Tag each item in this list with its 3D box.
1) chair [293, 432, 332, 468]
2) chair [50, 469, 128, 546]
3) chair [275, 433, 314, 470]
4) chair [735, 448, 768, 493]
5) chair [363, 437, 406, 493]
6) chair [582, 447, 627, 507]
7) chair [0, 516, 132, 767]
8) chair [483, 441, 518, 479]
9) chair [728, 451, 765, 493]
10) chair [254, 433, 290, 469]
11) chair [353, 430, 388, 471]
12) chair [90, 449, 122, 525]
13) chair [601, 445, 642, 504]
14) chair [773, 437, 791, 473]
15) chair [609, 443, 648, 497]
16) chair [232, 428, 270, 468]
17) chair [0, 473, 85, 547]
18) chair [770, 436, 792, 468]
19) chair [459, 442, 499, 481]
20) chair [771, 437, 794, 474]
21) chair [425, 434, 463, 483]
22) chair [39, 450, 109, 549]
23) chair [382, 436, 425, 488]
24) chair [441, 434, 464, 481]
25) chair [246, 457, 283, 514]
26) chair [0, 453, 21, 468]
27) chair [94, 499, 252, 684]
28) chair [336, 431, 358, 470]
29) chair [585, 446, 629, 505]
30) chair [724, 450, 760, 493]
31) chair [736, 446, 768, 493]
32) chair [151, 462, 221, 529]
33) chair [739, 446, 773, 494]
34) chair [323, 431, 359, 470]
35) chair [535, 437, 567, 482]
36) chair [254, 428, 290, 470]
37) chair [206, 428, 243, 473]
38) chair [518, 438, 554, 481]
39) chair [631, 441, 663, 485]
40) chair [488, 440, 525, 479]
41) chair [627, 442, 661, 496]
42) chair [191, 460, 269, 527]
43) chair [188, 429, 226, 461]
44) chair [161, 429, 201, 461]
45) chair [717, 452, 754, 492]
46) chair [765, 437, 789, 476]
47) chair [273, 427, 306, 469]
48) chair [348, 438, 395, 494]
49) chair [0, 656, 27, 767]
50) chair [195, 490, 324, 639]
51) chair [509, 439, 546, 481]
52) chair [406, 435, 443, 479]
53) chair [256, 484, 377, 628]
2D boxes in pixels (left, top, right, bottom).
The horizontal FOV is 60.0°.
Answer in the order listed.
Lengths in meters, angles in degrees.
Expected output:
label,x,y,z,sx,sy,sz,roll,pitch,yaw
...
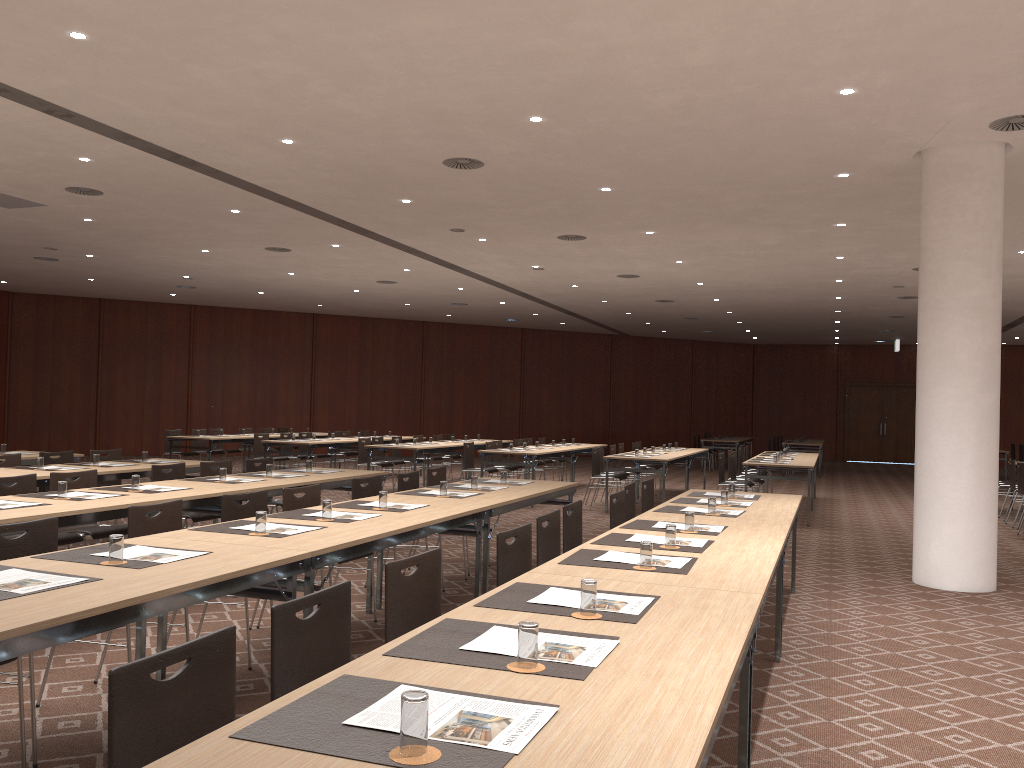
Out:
label,x,y,z,sx,sy,sz,roll,pitch,yaw
chair,-3.809,1.392,16.877,0.613,0.939,0.536,1,-1,22
chair,-3.226,1.139,6.750,0.613,0.939,0.536,1,-1,22
chair,-3.996,1.370,16.237,0.613,0.939,0.536,1,-1,17
chair,4.022,1.563,15.012,0.613,0.939,0.536,1,-1,19
chair,-2.222,1.402,15.566,0.613,0.939,0.536,1,-1,18
chair,1.436,1.453,13.618,0.613,0.939,0.536,1,-1,22
chair,-2.109,1.096,3.965,0.613,0.939,0.536,1,-1,22
chair,-0.230,1.440,14.891,0.613,0.939,0.536,1,-1,17
chair,3.545,1.511,13.569,0.613,0.939,0.536,1,-1,22
chair,-4.306,1.346,15.684,0.613,0.939,0.536,1,-1,21
chair,-3.026,1.472,19.036,0.613,0.939,0.536,1,-1,19
chair,-4.304,1.185,9.644,0.613,0.939,0.536,1,-1,21
chair,1.850,1.499,14.887,0.613,0.939,0.536,1,-1,17
chair,7.172,1.883,23.700,0.613,0.939,0.536,1,-1,22
chair,2.093,1.528,15.735,0.613,0.939,0.536,1,-1,18
chair,-5.427,1.389,18.459,0.613,0.939,0.536,1,-1,23
chair,-3.411,1.120,6.240,0.613,0.939,0.536,1,-1,18
chair,7.498,1.920,24.729,0.613,0.939,0.536,1,-1,19
chair,-0.558,1.415,14.287,0.613,0.939,0.536,1,-1,20
chair,7.011,1.861,23.045,0.613,0.939,0.536,1,-1,20
chair,-1.340,1.484,17.695,0.613,0.939,0.536,1,-1,20
chair,-4.547,1.163,9.074,0.613,0.939,0.536,1,-1,19
chair,-1.955,1.424,16.123,0.613,0.939,0.536,1,-1,17
chair,-1.147,1.507,18.354,0.613,0.939,0.536,1,-1,23
chair,-2.407,1.219,8.885,0.613,0.939,0.536,1,-1,21
chair,-4.722,1.140,8.367,0.613,0.939,0.536,1,-1,22
chair,-1.825,1.127,4.849,0.613,0.939,0.536,1,-1,18
chair,-3.326,1.446,18.386,0.613,0.939,0.536,1,-1,22
chair,1.555,1.473,14.249,0.613,0.939,0.536,1,-1,21
chair,3.638,1.529,14.128,0.613,0.939,0.536,1,-1,22
chair,4.223,1.588,15.743,0.613,0.939,0.536,1,-1,22
chair,-2.890,1.175,7.778,0.613,0.939,0.536,1,-1,18
chair,4.487,1.610,16.292,0.613,0.939,0.536,1,-1,18
chair,-3.439,1.426,17.772,0.613,0.939,0.536,1,-1,21
chair,0.743,1.539,17.574,0.613,0.939,0.536,1,-1,19
chair,-5.151,1.412,19.041,0.613,0.939,0.536,1,-1,18
chair,-5.741,1.357,17.592,0.613,0.939,0.536,1,-1,17
chair,0.458,1.518,17.090,0.613,0.939,0.536,1,-1,22
chair,2.583,1.573,16.909,0.613,0.939,0.536,1,-1,18
chair,-0.116,1.460,15.507,0.613,0.939,0.536,1,-1,22
chair,2.410,1.552,16.306,0.613,0.939,0.536,1,-1,19
chair,-2.658,1.196,8.317,0.613,0.939,0.536,1,-1,22
chair,-5.860,1.337,16.961,0.613,0.939,0.536,1,-1,18
chair,-6.130,1.312,16.342,0.613,0.939,0.536,1,-1,22
chair,3.226,1.487,12.991,0.613,0.939,0.536,1,-1,23
chair,6.705,1.839,22.541,0.613,0.939,0.536,1,-1,23
chair,-4.972,1.435,19.712,0.613,0.939,0.536,1,-1,19
chair,-2.348,1.381,14.916,0.613,0.939,0.536,1,-1,19
chair,-2.281,1.075,3.366,0.613,0.939,0.536,1,-1,17
chair,-1.545,1.153,5.521,0.613,0.939,0.536,1,-1,23
chair,0.268,1.494,16.390,0.613,0.939,0.536,1,-1,22
chair,-1.672,1.458,17.082,0.613,0.939,0.536,1,-1,20
chair,-1.309,1.174,6.049,0.613,0.939,0.536,1,-1,22
